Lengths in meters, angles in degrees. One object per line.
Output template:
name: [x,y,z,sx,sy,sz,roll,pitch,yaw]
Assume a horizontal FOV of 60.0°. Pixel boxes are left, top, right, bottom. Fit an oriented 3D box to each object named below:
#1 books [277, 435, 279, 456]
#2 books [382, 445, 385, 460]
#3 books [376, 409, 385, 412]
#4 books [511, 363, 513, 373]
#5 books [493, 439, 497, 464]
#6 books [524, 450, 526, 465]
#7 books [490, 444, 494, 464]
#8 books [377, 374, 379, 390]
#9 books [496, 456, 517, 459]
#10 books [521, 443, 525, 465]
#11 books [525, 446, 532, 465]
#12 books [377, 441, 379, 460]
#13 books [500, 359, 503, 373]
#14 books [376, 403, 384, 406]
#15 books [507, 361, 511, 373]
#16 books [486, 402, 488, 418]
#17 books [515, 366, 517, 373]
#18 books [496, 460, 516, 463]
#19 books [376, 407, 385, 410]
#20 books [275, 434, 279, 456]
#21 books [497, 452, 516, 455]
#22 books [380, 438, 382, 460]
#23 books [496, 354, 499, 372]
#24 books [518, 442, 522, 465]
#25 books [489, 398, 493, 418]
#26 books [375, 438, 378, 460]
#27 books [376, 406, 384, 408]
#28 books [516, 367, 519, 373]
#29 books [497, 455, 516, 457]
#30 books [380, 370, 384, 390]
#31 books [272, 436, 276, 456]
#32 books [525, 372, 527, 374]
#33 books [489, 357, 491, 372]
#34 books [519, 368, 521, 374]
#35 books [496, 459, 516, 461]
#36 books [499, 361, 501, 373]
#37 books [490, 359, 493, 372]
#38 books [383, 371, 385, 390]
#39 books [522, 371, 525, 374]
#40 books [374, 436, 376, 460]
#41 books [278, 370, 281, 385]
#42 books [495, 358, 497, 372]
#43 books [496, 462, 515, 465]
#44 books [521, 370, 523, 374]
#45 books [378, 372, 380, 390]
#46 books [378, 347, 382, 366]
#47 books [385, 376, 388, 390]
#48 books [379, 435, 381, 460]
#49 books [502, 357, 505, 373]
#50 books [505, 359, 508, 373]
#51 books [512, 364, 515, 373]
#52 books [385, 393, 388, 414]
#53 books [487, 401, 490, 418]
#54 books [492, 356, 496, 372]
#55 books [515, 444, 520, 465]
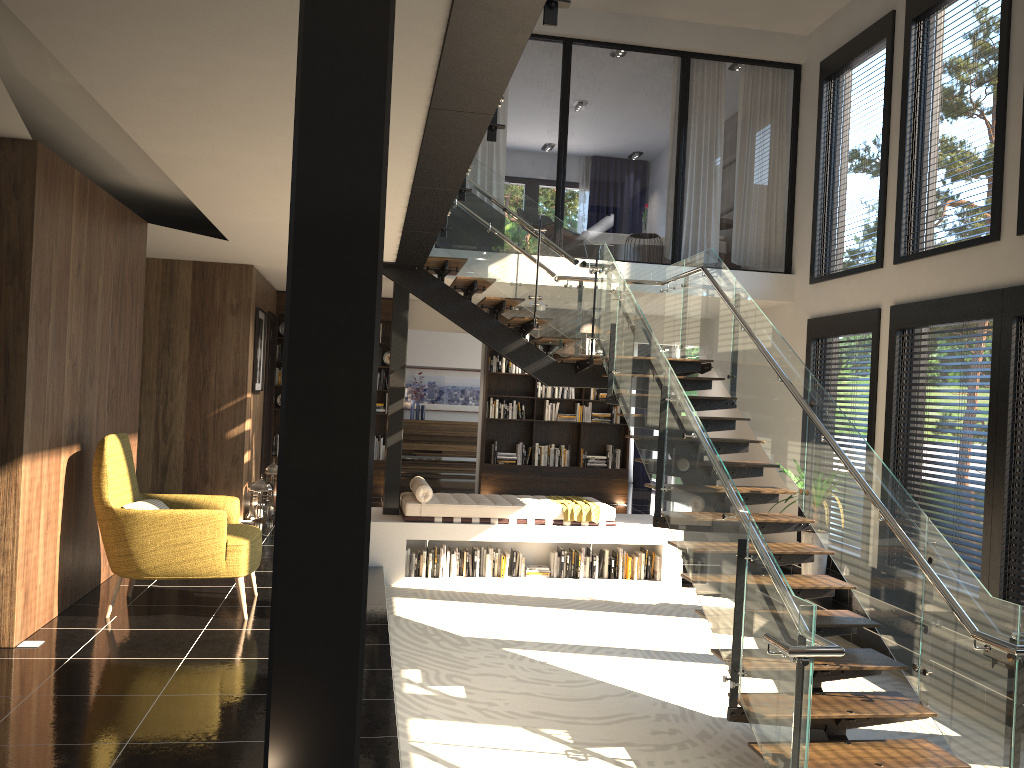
books: [-3.111,0.819,11.835,0.014,0.282,0.232,3,0,-9]
books: [-1.750,0.931,12.070,0.032,0.195,0.134,3,0,-9]
books: [-1.866,0.357,12.034,0.271,0.028,0.174,3,-1,-14]
books: [-0.016,-0.251,12.330,0.025,0.208,0.114,3,0,-9]
books: [-0.239,0.937,12.290,0.028,0.340,0.203,3,0,-9]
books: [0.168,1.022,12.405,0.023,0.212,0.123,3,0,-9]
books: [-0.274,0.970,12.329,0.025,0.270,0.156,3,0,-9]
books: [-1.824,-0.033,11.998,0.027,0.219,0.139,3,0,-9]
books: [-0.085,1.025,12.344,0.287,0.030,0.176,3,-1,-12]
books: [0.145,0.975,12.380,0.036,0.302,0.186,3,0,-9]
books: [0.220,1.003,12.397,0.075,0.254,0.181,3,0,-9]
books: [-1.819,0.900,12.046,0.022,0.250,0.144,3,0,-9]
books: [-0.150,-0.251,12.295,0.021,0.196,0.103,3,0,-9]
books: [-1.866,0.279,12.058,0.239,0.031,0.146,3,-1,-9]
books: [-0.038,-0.235,12.296,0.029,0.173,0.138,3,0,-9]
books: [-0.359,0.355,12.300,0.025,0.227,0.156,3,0,-9]
books: [0.043,-0.250,12.327,0.025,0.211,0.126,3,0,-9]
books: [-0.088,1.077,12.346,0.258,0.024,0.167,3,-1,-8]
books: [-1.866,0.328,12.043,0.263,0.030,0.159,3,-1,-12]
books: [-3.138,0.815,11.862,0.032,0.288,0.180,3,0,-9]
books: [-0.083,0.972,12.348,0.257,0.024,0.167,3,-1,-9]
books: [-1.779,0.881,12.034,0.018,0.292,0.191,3,0,-9]
books: [-0.204,-0.284,12.296,0.029,0.254,0.128,3,0,-9]
books: [0.111,0.970,12.378,0.031,0.310,0.169,3,0,-9]
books: [-0.299,0.330,12.280,0.028,0.282,0.168,3,0,-9]
books: [-1.841,0.881,12.027,0.029,0.286,0.138,3,0,-9]
books: [-1.866,0.304,12.049,0.266,0.019,0.157,3,-1,-8]
books: [0.071,-0.246,12.340,0.034,0.208,0.112,3,0,-9]
books: [-0.086,0.997,12.358,0.271,0.025,0.156,3,-1,-8]
books: [-1.763,-0.059,12.015,0.037,0.277,0.179,3,0,-9]
books: [-3.170,0.827,11.850,0.032,0.261,0.194,3,0,-9]
books: [0.194,-0.240,12.330,0.034,0.206,0.168,3,0,-9]
books: [-0.321,-0.268,12.277,0.030,0.212,0.127,3,0,-9]
books: [0.104,-0.247,12.334,0.028,0.211,0.133,3,0,-9]
books: [-0.089,1.053,12.358,0.271,0.025,0.156,3,-1,-8]
books: [-0.175,-0.239,12.288,0.030,0.168,0.125,3,0,-9]
books: [-0.288,-0.249,12.274,0.037,0.177,0.109,3,0,-9]
books: [-1.736,-0.051,12.013,0.016,0.262,0.155,3,0,-9]
books: [0.156,-0.262,12.358,0.032,0.247,0.114,3,0,-9]
books: [-1.859,0.862,12.020,0.012,0.322,0.177,3,0,-9]
books: [-3.095,-0.084,11.841,0.045,0.192,0.164,3,0,-9]
books: [-0.230,-0.261,12.292,0.021,0.207,0.102,3,0,-9]
books: [-0.092,1.102,12.362,0.247,0.026,0.148,3,-1,-10]
books: [0.128,-0.225,12.342,0.025,0.170,0.113,3,0,-9]
books: [-1.799,-0.042,12.026,0.030,0.239,0.146,3,0,-9]
books: [-1.792,-0.367,12.045,0.035,0.251,0.196,3,0,-9]
books: [-1.704,-0.016,12.044,0.060,0.196,0.119,3,0,-9]
books: [-1.795,0.860,12.031,0.016,0.332,0.195,3,0,-9]
books: [-0.123,-0.275,12.305,0.034,0.245,0.127,3,0,-9]
books: [-0.082,-0.262,12.317,0.052,0.224,0.099,3,0,-9]
books: [0.016,-0.242,12.314,0.032,0.194,0.120,3,0,-9]
books: [-1.706,0.260,12.054,0.014,0.279,0.202,3,0,-9]
books: [-0.333,0.351,12.308,0.028,0.237,0.134,3,0,-9]
books: [-0.256,-0.274,12.293,0.030,0.230,0.103,3,0,-9]
books: [0.083,0.981,12.356,0.030,0.284,0.177,3,0,-9]
